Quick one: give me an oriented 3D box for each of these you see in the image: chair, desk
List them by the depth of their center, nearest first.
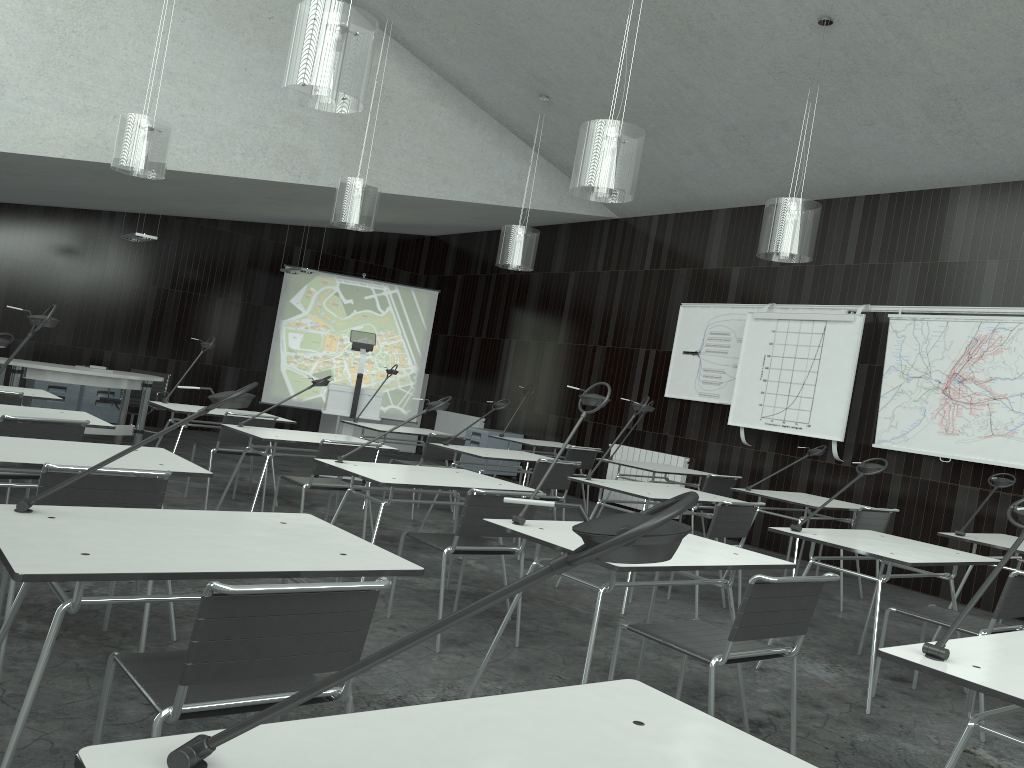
[{"bbox_3d":[0.049,0.683,0.990,0.900,1.153,0.700,9,-1,-38],"label":"desk"},{"bbox_3d":[-0.608,0.779,1.914,0.428,0.765,0.555,9,-1,-39],"label":"chair"},{"bbox_3d":[1.365,0.900,2.016,0.900,1.153,0.700,9,-1,-38],"label":"desk"},{"bbox_3d":[-0.791,0.557,2.180,0.900,1.153,0.700,9,-1,-37],"label":"desk"},{"bbox_3d":[0.654,0.987,2.840,0.428,0.765,0.555,9,-1,-38],"label":"chair"},{"bbox_3d":[-1.467,0.650,3.009,0.428,0.765,0.555,9,0,-34],"label":"chair"},{"bbox_3d":[0.441,0.676,3.130,0.900,1.321,0.700,9,-1,-38],"label":"desk"},{"bbox_3d":[-1.674,0.340,3.304,0.900,1.321,0.700,9,-1,-37],"label":"desk"},{"bbox_3d":[1.955,1.202,3.814,0.428,0.765,0.555,9,-1,-38],"label":"chair"},{"bbox_3d":[-0.207,0.858,3.954,0.428,0.765,0.555,9,-1,-36],"label":"chair"},{"bbox_3d":[1.731,0.974,4.148,0.900,1.153,0.700,9,-1,-38],"label":"desk"},{"bbox_3d":[-2.342,0.518,4.166,0.555,0.765,0.428,9,-1,40],"label":"chair"},{"bbox_3d":[-0.428,0.631,4.290,0.900,1.153,0.700,9,-1,-37],"label":"desk"},{"bbox_3d":[-2.570,0.290,4.454,0.900,1.153,0.700,9,-1,-38],"label":"desk"},{"bbox_3d":[1.046,1.065,5.014,0.428,0.765,0.555,9,-1,-42],"label":"chair"},{"bbox_3d":[2.983,1.181,5.117,0.900,1.153,0.700,9,-1,-39],"label":"desk"},{"bbox_3d":[-1.116,0.722,5.274,0.428,0.765,0.555,9,-1,-38],"label":"chair"},{"bbox_3d":[0.873,0.761,5.279,0.900,1.321,0.700,9,-1,-38],"label":"desk"},{"bbox_3d":[-3.222,0.386,5.299,0.428,0.765,0.555,9,-1,-36],"label":"chair"},{"bbox_3d":[-1.275,0.504,5.502,0.900,1.153,0.700,9,-1,-38],"label":"desk"},{"bbox_3d":[-3.422,0.077,5.644,0.900,1.321,0.700,9,-1,-38],"label":"desk"},{"bbox_3d":[2.229,1.262,6.024,0.428,0.765,0.555,9,-1,-35],"label":"chair"},{"bbox_3d":[0.115,0.925,6.202,0.428,0.765,0.555,9,-1,-41],"label":"chair"},{"bbox_3d":[2.069,1.044,6.253,0.900,1.153,0.700,9,-1,-38],"label":"desk"},{"bbox_3d":[-2.008,0.588,6.348,0.428,0.765,0.555,9,-1,-39],"label":"chair"},{"bbox_3d":[-0.073,0.703,6.421,0.900,1.153,0.700,9,-1,-38],"label":"desk"},{"bbox_3d":[-2.162,0.286,6.593,0.900,1.321,0.700,9,-1,-37],"label":"desk"},{"bbox_3d":[1.461,1.147,7.107,0.428,0.765,0.555,9,-1,-39],"label":"chair"},{"bbox_3d":[-0.706,0.802,7.247,0.428,0.765,0.555,9,-1,-40],"label":"chair"},{"bbox_3d":[1.242,0.835,7.434,0.900,1.321,0.700,9,-1,-39],"label":"desk"},{"bbox_3d":[-0.917,0.491,7.581,0.900,1.321,0.700,9,-1,-38],"label":"desk"},{"bbox_3d":[0.468,0.997,8.333,0.428,0.765,0.555,9,-1,-40],"label":"chair"},{"bbox_3d":[-4.118,0.241,8.338,1.600,0.818,0.910,9,-1,-43],"label":"desk"},{"bbox_3d":[0.319,0.696,8.561,0.900,1.321,0.700,9,-1,-38],"label":"desk"},{"bbox_3d":[-4.149,0.242,9.744,0.560,0.825,0.587,9,0,1],"label":"chair"}]

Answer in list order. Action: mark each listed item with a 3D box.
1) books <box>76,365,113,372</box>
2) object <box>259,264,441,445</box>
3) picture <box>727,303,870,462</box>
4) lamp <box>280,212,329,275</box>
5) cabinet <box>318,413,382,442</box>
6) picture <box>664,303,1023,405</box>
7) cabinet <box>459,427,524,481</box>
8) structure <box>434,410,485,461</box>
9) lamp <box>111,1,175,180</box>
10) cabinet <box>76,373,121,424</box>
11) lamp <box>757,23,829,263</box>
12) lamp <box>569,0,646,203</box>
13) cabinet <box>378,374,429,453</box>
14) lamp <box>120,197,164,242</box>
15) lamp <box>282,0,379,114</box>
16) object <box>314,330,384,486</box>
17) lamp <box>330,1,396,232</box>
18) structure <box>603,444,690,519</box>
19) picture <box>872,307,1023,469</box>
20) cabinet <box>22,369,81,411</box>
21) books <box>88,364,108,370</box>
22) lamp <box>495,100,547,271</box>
[{"bbox_3d":[-3.995,-0.162,8.482,0.297,0.021,0.210,9,-1,35],"label":"books"},{"bbox_3d":[-2.117,-0.320,11.529,2.051,2.602,0.673,9,0,-13],"label":"object"},{"bbox_3d":[2.548,-0.070,7.902,0.254,1.508,1.191,9,-1,-38],"label":"picture"},{"bbox_3d":[-2.178,-3.198,10.250,0.212,3.595,0.600,9,-1,-38],"label":"lamp"},{"bbox_3d":[-2.240,0.328,12.542,0.639,1.285,0.587,9,-1,-38],"label":"cabinet"},{"bbox_3d":[2.830,-0.222,7.749,0.050,1.102,3.818,9,-1,-38],"label":"picture"},{"bbox_3d":[-0.256,0.965,10.995,0.598,0.648,0.502,9,-1,-38],"label":"cabinet"},{"bbox_3d":[-0.765,0.790,12.094,0.079,0.688,1.129,9,-1,-38],"label":"structure"},{"bbox_3d":[-2.377,-3.040,6.178,0.350,2.848,0.359,9,-1,-38],"label":"lamp"},{"bbox_3d":[-4.891,0.221,10.499,0.502,0.648,0.598,9,-1,-38],"label":"cabinet"},{"bbox_3d":[1.946,-1.801,5.894,0.350,1.761,0.359,9,-1,-38],"label":"lamp"},{"bbox_3d":[0.672,-2.289,4.863,0.350,2.307,0.359,9,-1,-38],"label":"lamp"},{"bbox_3d":[-1.734,0.411,12.938,0.639,1.285,0.587,9,-1,-38],"label":"cabinet"},{"bbox_3d":[-3.572,-3.428,9.157,0.212,3.595,0.600,9,-1,-38],"label":"lamp"},{"bbox_3d":[-0.591,-2.772,3.843,0.350,2.848,0.359,9,-1,-38],"label":"lamp"},{"bbox_3d":[-1.559,0.236,8.636,0.559,1.639,0.680,9,0,-14],"label":"object"},{"bbox_3d":[-1.114,-2.557,7.199,0.350,2.307,0.359,9,-1,-38],"label":"lamp"},{"bbox_3d":[1.370,1.110,9.302,0.079,0.688,1.129,9,-1,-38],"label":"structure"},{"bbox_3d":[3.421,0.002,6.836,0.163,1.342,1.211,9,-1,-38],"label":"picture"},{"bbox_3d":[-5.293,0.155,10.184,0.502,0.648,0.598,9,-1,-38],"label":"cabinet"},{"bbox_3d":[-3.949,-0.180,8.464,0.164,0.032,0.183,9,0,-25],"label":"books"},{"bbox_3d":[0.161,-2.069,8.230,0.350,1.761,0.359,9,-1,-38],"label":"lamp"}]
